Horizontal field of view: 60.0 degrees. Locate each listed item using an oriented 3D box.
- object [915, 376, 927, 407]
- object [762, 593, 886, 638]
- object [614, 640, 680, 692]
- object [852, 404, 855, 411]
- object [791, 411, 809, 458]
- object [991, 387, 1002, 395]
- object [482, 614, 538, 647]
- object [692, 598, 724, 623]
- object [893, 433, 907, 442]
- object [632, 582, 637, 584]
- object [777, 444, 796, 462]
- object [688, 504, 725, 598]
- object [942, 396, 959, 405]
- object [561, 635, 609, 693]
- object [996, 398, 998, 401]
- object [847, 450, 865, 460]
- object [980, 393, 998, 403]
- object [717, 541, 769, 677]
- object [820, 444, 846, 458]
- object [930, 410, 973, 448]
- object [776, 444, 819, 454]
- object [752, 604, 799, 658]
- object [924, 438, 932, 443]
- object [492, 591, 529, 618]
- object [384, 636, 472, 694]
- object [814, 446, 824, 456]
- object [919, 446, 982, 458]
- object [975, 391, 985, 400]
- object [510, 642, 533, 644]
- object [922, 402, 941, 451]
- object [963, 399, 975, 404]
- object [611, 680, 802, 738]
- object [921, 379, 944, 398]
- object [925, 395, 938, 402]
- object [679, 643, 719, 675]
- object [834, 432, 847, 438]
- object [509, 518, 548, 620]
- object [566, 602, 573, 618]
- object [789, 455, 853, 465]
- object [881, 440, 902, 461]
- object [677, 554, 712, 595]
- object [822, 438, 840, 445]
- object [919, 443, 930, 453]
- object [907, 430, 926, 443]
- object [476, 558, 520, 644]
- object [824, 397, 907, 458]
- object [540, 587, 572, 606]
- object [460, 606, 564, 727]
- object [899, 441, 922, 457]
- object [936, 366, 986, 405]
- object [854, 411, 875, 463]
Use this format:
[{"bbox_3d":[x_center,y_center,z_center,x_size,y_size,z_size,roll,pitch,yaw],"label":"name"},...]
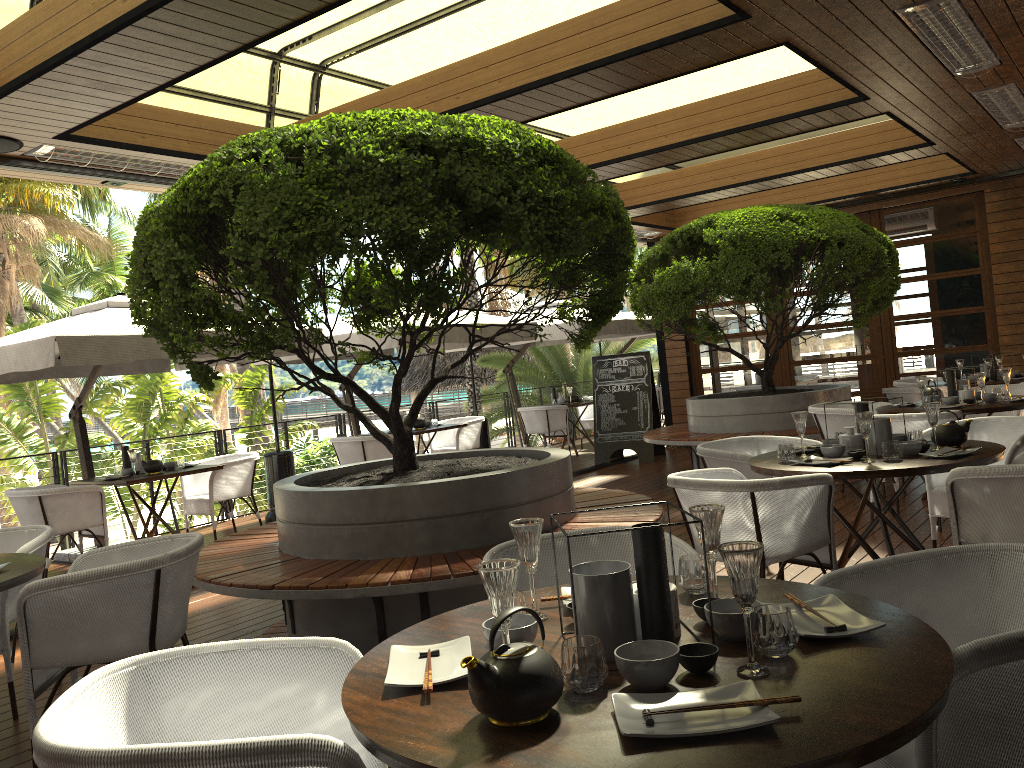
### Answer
[{"bbox_3d":[3.069,0.055,6.637,0.082,0.227,0.082,-6,0,-44],"label":"object"},{"bbox_3d":[0.629,0.482,1.847,0.170,0.025,0.294,-6,1,-5],"label":"object"},{"bbox_3d":[0.242,0.505,1.574,0.116,0.065,0.116,-6,1,4],"label":"object"},{"bbox_3d":[1.823,0.212,4.615,0.082,0.227,0.082,-6,0,-42],"label":"object"},{"bbox_3d":[1.444,0.253,4.422,0.082,0.227,0.082,-6,0,-35],"label":"object"},{"bbox_3d":[3.649,0.070,6.673,0.086,0.086,0.086,-6,0,0],"label":"object"},{"bbox_3d":[-0.001,0.524,1.837,0.116,0.065,0.116,-5,1,16],"label":"object"},{"bbox_3d":[0.431,0.492,1.912,0.080,0.042,0.080,-6,1,-6],"label":"object"},{"bbox_3d":[1.941,0.288,4.463,0.116,0.065,0.116,-6,1,-33],"label":"object"},{"bbox_3d":[0.288,0.493,2.006,0.116,0.065,0.116,-6,1,4],"label":"object"},{"bbox_3d":[1.341,0.338,4.336,0.086,0.086,0.086,-6,0,14],"label":"object"},{"bbox_3d":[0.454,0.392,2.015,0.082,0.227,0.082,-6,0,-16],"label":"object"},{"bbox_3d":[3.205,0.128,6.477,0.116,0.065,0.116,-6,1,-29],"label":"object"},{"bbox_3d":[0.129,0.505,1.593,0.086,0.086,0.086,-6,1,-44],"label":"object"},{"bbox_3d":[3.557,0.104,6.535,0.080,0.042,0.080,-5,1,14],"label":"object"},{"bbox_3d":[1.621,0.336,4.172,0.080,0.042,0.080,-6,1,-2],"label":"object"},{"bbox_3d":[3.470,0.103,6.442,0.116,0.065,0.116,-6,1,-41],"label":"object"},{"bbox_3d":[0.421,0.402,1.590,0.082,0.227,0.082,-6,0,-11],"label":"object"},{"bbox_3d":[1.550,0.330,4.277,0.116,0.065,0.116,-6,1,-33],"label":"object"},{"bbox_3d":[2.116,0.215,4.296,0.163,0.179,0.168,-6,0,-33],"label":"object"},{"bbox_3d":[1.511,0.347,4.650,0.295,0.025,0.170,-6,1,-36],"label":"object"},{"bbox_3d":[0.493,0.467,1.673,0.086,0.086,0.086,-6,0,0],"label":"object"},{"bbox_3d":[2.045,0.295,4.606,0.170,0.025,0.294,-6,1,-31],"label":"object"},{"bbox_3d":[-0.003,0.511,1.971,0.086,0.086,0.086,-6,0,0],"label":"object"},{"bbox_3d":[-0.162,0.562,1.753,0.170,0.025,0.294,-6,1,-5],"label":"object"},{"bbox_3d":[1.558,0.337,4.448,0.080,0.042,0.080,-6,1,-37],"label":"object"},{"bbox_3d":[2.002,0.309,4.021,0.295,0.025,0.170,-6,1,-36],"label":"object"},{"bbox_3d":[3.556,0.089,6.767,0.116,0.065,0.116,-6,1,-29],"label":"object"},{"bbox_3d":[0.008,0.537,1.734,0.080,0.042,0.080,-6,1,-6],"label":"object"},{"bbox_3d":[2.005,0.201,4.215,0.082,0.227,0.082,-6,0,-35],"label":"object"},{"bbox_3d":[3.305,0.131,6.408,0.080,0.042,0.080,-6,1,2],"label":"object"},{"bbox_3d":[0.313,0.521,1.412,0.294,0.025,0.170,-6,1,0],"label":"object"},{"bbox_3d":[3.309,0.052,6.996,0.163,0.179,0.168,-6,0,-43],"label":"object"},{"bbox_3d":[3.089,0.128,6.532,0.086,0.086,0.086,-6,0,0],"label":"object"},{"bbox_3d":[0.339,0.506,1.620,0.080,0.042,0.080,-5,1,29],"label":"object"},{"bbox_3d":[1.725,0.295,4.628,0.086,0.086,0.086,-6,0,9],"label":"object"},{"bbox_3d":[0.044,0.432,2.064,0.082,0.227,0.082,-6,0,-11],"label":"object"},{"bbox_3d":[0.163,0.517,2.001,0.080,0.042,0.080,-5,1,29],"label":"object"},{"bbox_3d":[1.460,0.361,4.134,0.170,0.025,0.294,-6,1,-31],"label":"object"},{"bbox_3d":[1.730,0.305,4.047,0.086,0.086,0.086,-6,0,9],"label":"object"},{"bbox_3d":[0.446,0.464,2.154,0.086,0.086,0.086,-6,1,-44],"label":"object"},{"bbox_3d":[1.646,0.316,4.527,0.116,0.065,0.116,-6,1,-9],"label":"object"},{"bbox_3d":[1.929,0.305,4.177,0.080,0.042,0.080,-6,1,-15],"label":"object"},{"bbox_3d":[1.982,0.274,4.356,0.086,0.086,0.086,-6,0,14],"label":"object"},{"bbox_3d":[-0.014,0.445,1.641,0.082,0.227,0.082,-6,0,-16],"label":"object"},{"bbox_3d":[1.732,0.211,4.344,0.264,0.264,0.263,-6,1,-36],"label":"object"},{"bbox_3d":[0.217,0.518,2.159,0.294,0.025,0.170,-6,1,0],"label":"object"},{"bbox_3d":[0.001,0.472,1.506,0.168,0.179,0.163,-6,0,-2],"label":"object"},{"bbox_3d":[1.845,0.303,4.117,0.116,0.065,0.116,-6,1,-9],"label":"object"},{"bbox_3d":[3.351,0.012,6.613,0.263,0.264,0.264,-5,1,40],"label":"object"},{"bbox_3d":[1.615,0.242,4.045,0.082,0.227,0.082,-6,0,-42],"label":"object"}]
